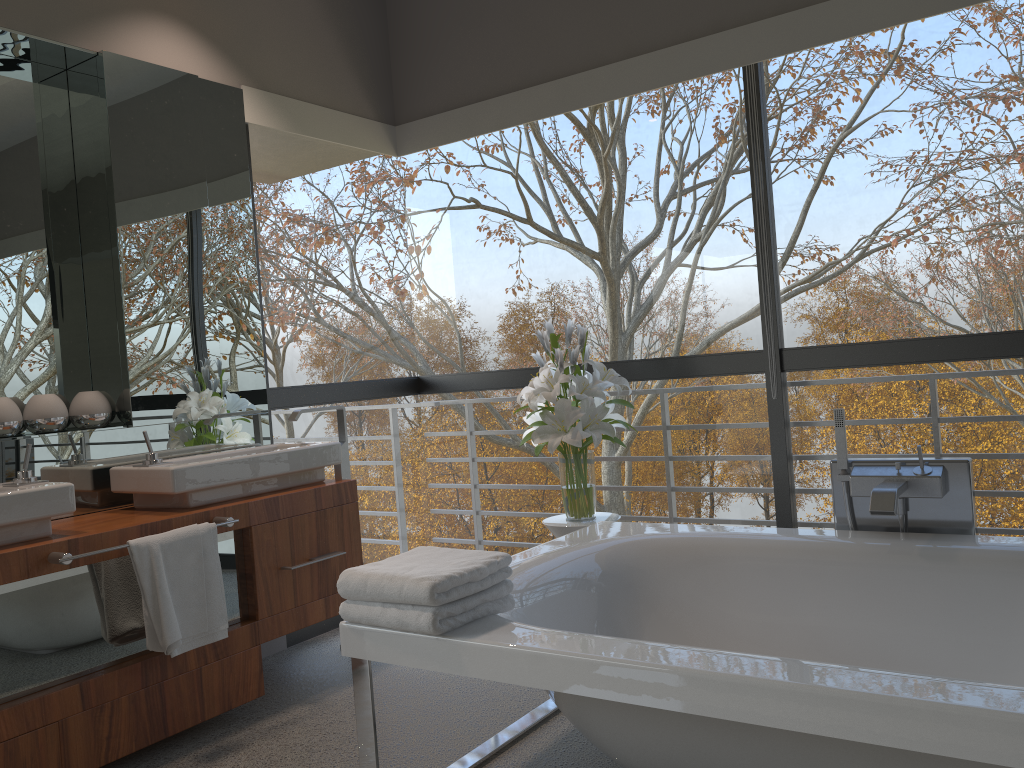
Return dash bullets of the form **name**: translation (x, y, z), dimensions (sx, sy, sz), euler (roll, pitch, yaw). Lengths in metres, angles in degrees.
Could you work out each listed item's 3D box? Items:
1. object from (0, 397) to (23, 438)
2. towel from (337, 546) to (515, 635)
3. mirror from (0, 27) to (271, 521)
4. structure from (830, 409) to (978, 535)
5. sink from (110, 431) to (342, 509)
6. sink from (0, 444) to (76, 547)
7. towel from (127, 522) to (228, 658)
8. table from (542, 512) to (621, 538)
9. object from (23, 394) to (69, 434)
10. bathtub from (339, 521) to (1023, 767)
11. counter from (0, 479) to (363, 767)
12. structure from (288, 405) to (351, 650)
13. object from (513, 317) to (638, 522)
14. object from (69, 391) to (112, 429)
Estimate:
- **object**: translation (-1.656, 0.109, 2.859), dimensions (0.136, 0.130, 0.136), euler (-5, 1, -13)
- **towel**: translation (-0.205, 0.502, 2.157), dimensions (0.321, 0.145, 0.305), euler (-4, 1, 37)
- **mirror**: translation (-1.634, -0.346, 2.967), dimensions (0.253, 1.617, 1.791), euler (-4, 1, 34)
- **structure**: translation (1.137, 0.515, 2.625), dimensions (0.402, 0.885, 0.330), euler (-4, 1, 34)
- **sink**: translation (-1.012, 0.267, 3.213), dimensions (0.352, 0.266, 0.750), euler (-4, 1, 34)
- **sink**: translation (-1.608, 0.329, 2.337), dimensions (0.352, 0.266, 0.750), euler (-4, 1, 34)
- **towel**: translation (-0.986, 0.616, 2.645), dimensions (0.079, 0.368, 0.302), euler (-4, 1, 35)
- **table**: translation (0.289, 0.765, 3.463), dimensions (0.307, 0.478, 0.308), euler (-4, 1, 18)
- **object**: translation (-1.570, 0.100, 2.985), dimensions (0.136, 0.130, 0.136), euler (-5, 1, -13)
- **bathtub**: translation (0.775, 0.738, 2.151), dimensions (1.957, 0.504, 1.328), euler (-4, 1, 34)
- **counter**: translation (-1.240, 0.780, 2.737), dimensions (0.524, 0.704, 1.849), euler (-4, 1, 34)
- **structure**: translation (-0.728, 0.587, 3.538), dimensions (0.069, 0.988, 0.303), euler (-4, 1, 34)
- **object**: translation (0.226, 0.131, 3.461), dimensions (0.460, 0.796, 0.450), euler (-5, 1, -28)
- **object**: translation (-1.481, 0.091, 3.116), dimensions (0.136, 0.130, 0.136), euler (-5, 1, -13)
